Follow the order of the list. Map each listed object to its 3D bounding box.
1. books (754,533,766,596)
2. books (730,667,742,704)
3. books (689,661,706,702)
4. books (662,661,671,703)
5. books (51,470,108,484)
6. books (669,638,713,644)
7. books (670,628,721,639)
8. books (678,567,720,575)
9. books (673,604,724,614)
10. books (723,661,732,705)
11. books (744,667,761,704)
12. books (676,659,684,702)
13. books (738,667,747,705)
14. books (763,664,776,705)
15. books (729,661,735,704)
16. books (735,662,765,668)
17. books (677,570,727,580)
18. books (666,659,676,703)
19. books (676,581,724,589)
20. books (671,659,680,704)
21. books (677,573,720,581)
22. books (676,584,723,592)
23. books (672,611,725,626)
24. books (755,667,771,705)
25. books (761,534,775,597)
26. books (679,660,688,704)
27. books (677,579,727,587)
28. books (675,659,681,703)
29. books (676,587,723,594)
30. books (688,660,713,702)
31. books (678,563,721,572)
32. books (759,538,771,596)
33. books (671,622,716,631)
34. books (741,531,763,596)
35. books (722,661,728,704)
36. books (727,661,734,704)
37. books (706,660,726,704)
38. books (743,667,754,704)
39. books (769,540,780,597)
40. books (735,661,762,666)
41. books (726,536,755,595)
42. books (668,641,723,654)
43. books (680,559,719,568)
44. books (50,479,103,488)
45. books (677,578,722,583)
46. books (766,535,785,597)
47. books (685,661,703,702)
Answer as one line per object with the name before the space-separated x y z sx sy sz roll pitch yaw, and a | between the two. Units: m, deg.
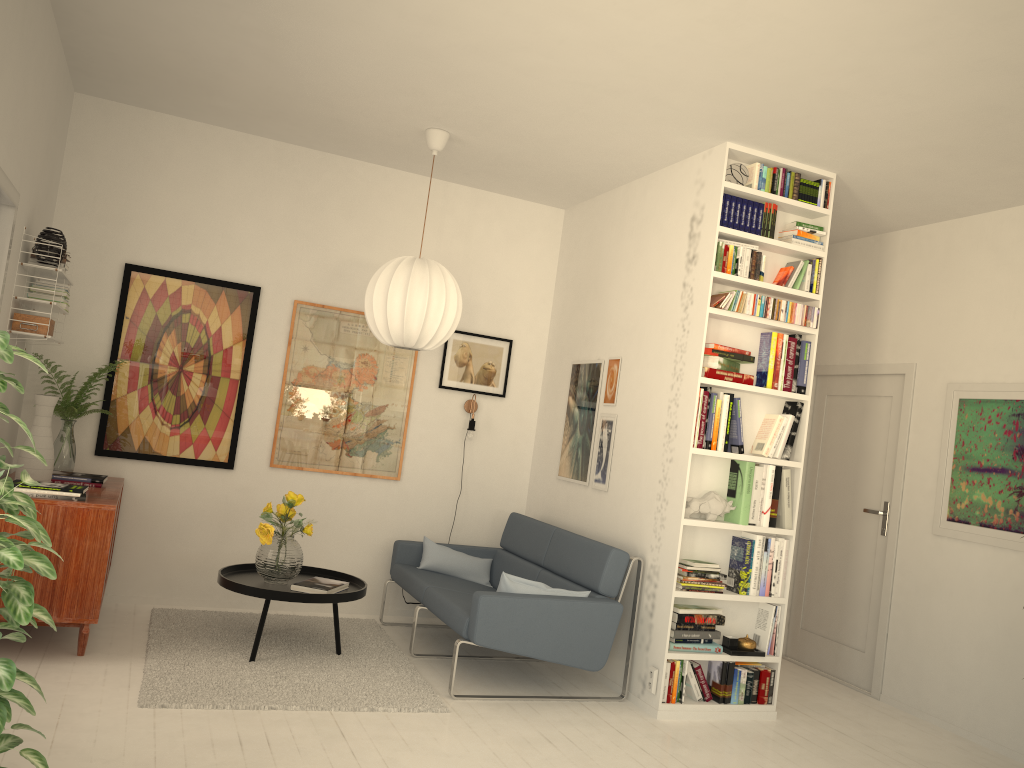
books | 1.245 0.941 4.695 0.027 0.311 0.228 9 -4 -22
books | 1.104 1.543 4.624 0.044 0.179 0.224 9 -3 -22
books | 0.918 1.505 4.524 0.118 0.192 0.118 9 -4 -22
books | 0.722 1.476 4.458 0.039 0.199 0.185 9 -3 -22
books | -2.321 0.481 4.632 0.368 0.020 0.255 9 -3 -19
books | 0.879 1.292 4.538 0.241 0.024 0.168 9 -3 -27
books | 0.896 1.262 4.529 0.297 0.039 0.165 9 -3 -27
books | 0.925 0.946 4.538 0.221 0.010 0.169 9 -3 -19
books | 0.920 1.150 4.557 0.297 0.024 0.162 9 -4 -31
books | 1.060 1.516 4.584 0.015 0.214 0.202 9 -3 -22
books | 1.215 1.565 4.679 0.050 0.170 0.221 9 -3 -22
books | 0.803 1.478 4.498 0.021 0.215 0.174 9 -4 -22
books | 1.139 1.549 4.633 0.032 0.176 0.222 9 -3 -22
books | 1.306 1.575 4.713 0.032 0.176 0.230 9 -3 -22
books | 1.082 1.520 4.607 0.015 0.214 0.202 9 -3 -22
books | 1.208 1.462 4.654 0.193 0.012 0.130 9 -3 -22
books | 0.959 0.970 4.559 0.235 0.025 0.163 8 -3 -15
books | 0.754 1.476 4.467 0.026 0.206 0.187 9 -4 -22
books | 0.932 1.018 4.537 0.248 0.009 0.171 9 -3 -19
books | 0.778 1.477 4.472 0.020 0.211 0.184 9 -4 -22
books | 0.930 0.983 4.525 0.237 0.012 0.120 9 -3 -27
books | 0.923 1.028 4.524 0.246 0.014 0.173 9 -3 -23
books | 0.918 1.185 4.540 0.285 0.047 0.185 9 -3 -22
books | 1.272 1.568 4.680 0.056 0.180 0.202 9 -3 -22
books | 1.304 0.953 4.709 0.025 0.306 0.213 9 -4 -22
books | 0.823 1.481 4.490 0.010 0.215 0.193 9 -4 -22
books | 0.946 1.009 4.571 0.255 0.014 0.197 8 -3 -12
books | 0.787 1.480 4.491 0.012 0.206 0.193 9 -3 -22
books | 0.925 1.041 4.528 0.247 0.009 0.170 9 -3 -19
books | 0.945 1.513 4.541 0.131 0.188 0.136 9 -4 -22
books | 0.936 0.934 4.552 0.212 0.017 0.165 9 -3 -24
books | 1.288 0.953 4.668 0.035 0.304 0.150 9 -4 -22
books | 0.896 1.226 4.529 0.247 0.039 0.143 9 -3 -25
books | 1.217 0.936 4.681 0.037 0.312 0.241 9 -4 -22
books | 1.041 1.514 4.590 0.015 0.214 0.202 9 -3 -22
books | 1.071 1.518 4.596 0.015 0.214 0.202 9 -3 -22
books | 1.030 1.512 4.578 0.015 0.214 0.202 9 -3 -22
books | 1.175 1.561 4.647 0.048 0.163 0.209 9 -3 -22
books | 1.331 0.963 4.705 0.022 0.291 0.208 9 -4 -22
books | 1.204 1.451 4.633 0.165 0.006 0.103 9 -3 -22
books | 1.176 0.944 4.652 0.057 0.284 0.200 9 -4 -22
books | 0.896 1.330 4.545 0.297 0.039 0.204 9 -3 -17
books | 0.956 0.918 4.538 0.166 0.019 0.127 9 -3 -29
books | -2.334 0.499 4.620 0.371 0.022 0.259 9 -3 -22
books | 0.936 0.995 4.546 0.250 0.008 0.135 9 -3 -25
books | 1.364 0.961 4.707 0.037 0.308 0.161 9 -4 -22
books | 0.888 1.497 4.519 0.135 0.200 0.134 9 -4 -22
